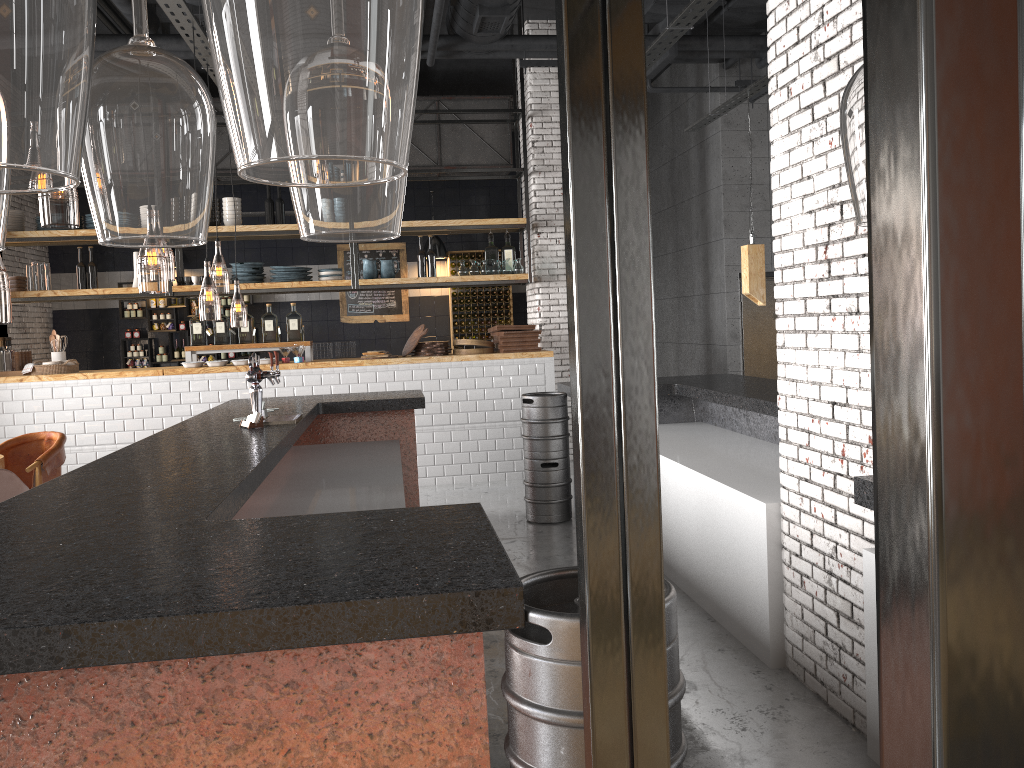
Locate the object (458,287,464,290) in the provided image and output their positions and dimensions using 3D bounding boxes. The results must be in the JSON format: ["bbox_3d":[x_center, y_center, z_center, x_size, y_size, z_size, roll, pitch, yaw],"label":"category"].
[{"bbox_3d":[-0.730,-1.390,12.661,0.079,0.079,0.284,-3,4,-8],"label":"object"}]

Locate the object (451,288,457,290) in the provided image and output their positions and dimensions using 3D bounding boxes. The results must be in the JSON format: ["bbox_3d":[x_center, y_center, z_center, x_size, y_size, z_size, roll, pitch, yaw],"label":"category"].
[{"bbox_3d":[-0.826,-1.386,12.668,0.079,0.079,0.284,-3,4,-8],"label":"object"}]

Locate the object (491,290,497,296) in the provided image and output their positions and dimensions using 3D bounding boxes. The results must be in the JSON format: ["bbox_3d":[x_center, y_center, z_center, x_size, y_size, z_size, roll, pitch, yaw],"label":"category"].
[{"bbox_3d":[-0.261,-1.310,12.749,0.079,0.079,0.284,-3,4,-8],"label":"object"}]

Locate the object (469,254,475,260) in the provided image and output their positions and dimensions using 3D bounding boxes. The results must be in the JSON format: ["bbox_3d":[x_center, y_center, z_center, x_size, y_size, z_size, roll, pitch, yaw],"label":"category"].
[{"bbox_3d":[-0.567,-1.821,12.706,0.079,0.079,0.284,-3,4,-8],"label":"object"}]

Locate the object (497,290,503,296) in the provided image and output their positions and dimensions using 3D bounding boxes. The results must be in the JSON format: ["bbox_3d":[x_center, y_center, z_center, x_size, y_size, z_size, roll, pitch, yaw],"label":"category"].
[{"bbox_3d":[-0.170,-1.316,12.778,0.079,0.079,0.284,-3,4,-8],"label":"object"}]

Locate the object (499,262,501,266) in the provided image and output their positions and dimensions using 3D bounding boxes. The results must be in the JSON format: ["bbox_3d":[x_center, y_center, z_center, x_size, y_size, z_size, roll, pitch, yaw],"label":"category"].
[{"bbox_3d":[-0.184,-1.734,12.733,0.079,0.079,0.284,-3,4,-8],"label":"object"}]

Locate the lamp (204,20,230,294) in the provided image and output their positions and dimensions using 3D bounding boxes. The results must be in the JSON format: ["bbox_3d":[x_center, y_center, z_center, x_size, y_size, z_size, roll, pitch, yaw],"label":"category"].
[{"bbox_3d":[-1.746,-1.329,5.172,0.108,1.597,0.108,-1,3,24],"label":"lamp"}]

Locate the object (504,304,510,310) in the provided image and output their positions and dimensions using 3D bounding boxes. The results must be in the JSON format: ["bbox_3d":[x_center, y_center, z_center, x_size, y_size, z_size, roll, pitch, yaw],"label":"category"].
[{"bbox_3d":[-0.065,-1.110,12.784,0.079,0.079,0.284,-3,4,-8],"label":"object"}]

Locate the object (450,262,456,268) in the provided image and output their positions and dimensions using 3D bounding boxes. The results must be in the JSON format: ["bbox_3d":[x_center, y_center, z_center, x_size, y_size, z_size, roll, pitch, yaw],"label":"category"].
[{"bbox_3d":[-0.842,-1.701,12.668,0.079,0.079,0.284,-3,4,-8],"label":"object"}]

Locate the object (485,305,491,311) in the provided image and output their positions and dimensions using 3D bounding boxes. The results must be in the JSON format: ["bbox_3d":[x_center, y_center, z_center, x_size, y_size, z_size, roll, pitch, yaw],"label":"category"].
[{"bbox_3d":[-0.348,-1.097,12.761,0.079,0.079,0.284,-3,4,-8],"label":"object"}]

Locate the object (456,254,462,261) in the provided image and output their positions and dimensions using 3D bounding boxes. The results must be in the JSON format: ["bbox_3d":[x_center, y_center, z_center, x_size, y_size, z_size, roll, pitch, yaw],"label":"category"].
[{"bbox_3d":[-0.753,-1.811,12.676,0.079,0.079,0.284,-3,4,-8],"label":"object"}]

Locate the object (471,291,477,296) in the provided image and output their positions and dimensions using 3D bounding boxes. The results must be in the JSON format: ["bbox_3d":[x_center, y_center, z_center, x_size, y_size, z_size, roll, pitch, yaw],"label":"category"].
[{"bbox_3d":[-0.544,-1.297,12.730,0.079,0.079,0.284,-3,4,-8],"label":"object"}]

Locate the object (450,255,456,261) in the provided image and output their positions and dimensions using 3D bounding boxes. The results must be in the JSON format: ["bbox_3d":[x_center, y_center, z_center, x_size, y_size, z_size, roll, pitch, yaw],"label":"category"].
[{"bbox_3d":[-0.842,-1.804,12.629,0.079,0.079,0.284,-3,4,-8],"label":"object"}]

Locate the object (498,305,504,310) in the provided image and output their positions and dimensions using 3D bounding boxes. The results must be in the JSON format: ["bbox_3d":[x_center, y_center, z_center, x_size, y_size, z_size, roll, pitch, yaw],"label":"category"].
[{"bbox_3d":[-0.161,-1.107,12.787,0.079,0.079,0.284,-3,4,-8],"label":"object"}]

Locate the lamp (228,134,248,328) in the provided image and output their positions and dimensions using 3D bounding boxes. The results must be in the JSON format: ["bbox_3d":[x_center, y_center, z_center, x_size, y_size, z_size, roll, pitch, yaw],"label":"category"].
[{"bbox_3d":[-1.818,-1.167,5.765,0.108,1.597,0.108,-1,3,24],"label":"lamp"}]

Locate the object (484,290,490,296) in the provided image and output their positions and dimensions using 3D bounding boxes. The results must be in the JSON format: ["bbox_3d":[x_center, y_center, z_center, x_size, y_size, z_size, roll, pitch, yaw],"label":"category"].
[{"bbox_3d":[-0.357,-1.307,12.752,0.079,0.079,0.284,-3,4,-8],"label":"object"}]

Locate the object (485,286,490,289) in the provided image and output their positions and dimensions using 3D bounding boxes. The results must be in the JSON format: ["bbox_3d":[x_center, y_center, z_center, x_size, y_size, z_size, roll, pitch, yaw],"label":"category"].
[{"bbox_3d":[-0.359,-1.410,12.731,0.079,0.079,0.284,-3,4,-8],"label":"object"}]

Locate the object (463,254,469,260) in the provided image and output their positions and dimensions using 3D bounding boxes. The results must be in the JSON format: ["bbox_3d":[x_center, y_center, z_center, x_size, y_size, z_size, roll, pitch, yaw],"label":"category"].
[{"bbox_3d":[-0.657,-1.815,12.673,0.079,0.079,0.284,-3,4,-8],"label":"object"}]

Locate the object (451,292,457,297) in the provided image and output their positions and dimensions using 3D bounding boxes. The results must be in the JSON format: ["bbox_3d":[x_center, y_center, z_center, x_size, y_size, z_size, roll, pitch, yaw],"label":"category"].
[{"bbox_3d":[-0.820,-1.281,12.664,0.079,0.079,0.284,-3,4,-8],"label":"object"}]

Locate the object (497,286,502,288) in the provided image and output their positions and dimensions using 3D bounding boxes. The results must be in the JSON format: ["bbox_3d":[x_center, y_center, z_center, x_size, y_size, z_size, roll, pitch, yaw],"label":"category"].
[{"bbox_3d":[-0.174,-1.421,12.772,0.079,0.079,0.284,-3,4,-8],"label":"object"}]

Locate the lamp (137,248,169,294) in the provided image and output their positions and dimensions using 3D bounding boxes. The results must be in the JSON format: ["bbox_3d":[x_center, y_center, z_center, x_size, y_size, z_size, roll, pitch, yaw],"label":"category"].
[{"bbox_3d":[-1.354,-1.064,3.243,0.108,1.460,0.108,-4,3,-36],"label":"lamp"}]

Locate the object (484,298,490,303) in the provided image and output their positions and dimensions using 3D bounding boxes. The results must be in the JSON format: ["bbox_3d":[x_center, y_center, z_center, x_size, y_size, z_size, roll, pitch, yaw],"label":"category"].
[{"bbox_3d":[-0.350,-1.201,12.741,0.079,0.079,0.284,-3,4,-8],"label":"object"}]

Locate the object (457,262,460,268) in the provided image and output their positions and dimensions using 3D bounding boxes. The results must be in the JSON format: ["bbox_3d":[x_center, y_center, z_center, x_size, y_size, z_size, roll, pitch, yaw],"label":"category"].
[{"bbox_3d":[-0.743,-1.704,12.642,0.079,0.079,0.284,-3,4,-8],"label":"object"}]

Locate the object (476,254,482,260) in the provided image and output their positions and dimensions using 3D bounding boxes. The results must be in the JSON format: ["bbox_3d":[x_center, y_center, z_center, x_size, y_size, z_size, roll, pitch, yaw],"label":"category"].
[{"bbox_3d":[-0.470,-1.825,12.699,0.079,0.079,0.284,-3,4,-8],"label":"object"}]

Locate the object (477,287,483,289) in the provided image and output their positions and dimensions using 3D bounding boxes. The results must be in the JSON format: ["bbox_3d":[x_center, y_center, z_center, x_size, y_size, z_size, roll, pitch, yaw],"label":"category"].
[{"bbox_3d":[-0.450,-1.404,12.700,0.079,0.079,0.284,-3,4,-8],"label":"object"}]

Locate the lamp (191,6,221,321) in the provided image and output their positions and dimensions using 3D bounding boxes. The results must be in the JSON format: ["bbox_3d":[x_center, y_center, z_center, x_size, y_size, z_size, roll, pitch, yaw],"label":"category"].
[{"bbox_3d":[-1.591,-1.123,4.542,0.108,1.597,0.108,-4,3,-26],"label":"lamp"}]

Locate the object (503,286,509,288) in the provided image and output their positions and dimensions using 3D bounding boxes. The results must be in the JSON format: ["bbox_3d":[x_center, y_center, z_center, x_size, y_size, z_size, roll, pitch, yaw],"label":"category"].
[{"bbox_3d":[-0.077,-1.424,12.761,0.079,0.079,0.284,-3,4,-8],"label":"object"}]

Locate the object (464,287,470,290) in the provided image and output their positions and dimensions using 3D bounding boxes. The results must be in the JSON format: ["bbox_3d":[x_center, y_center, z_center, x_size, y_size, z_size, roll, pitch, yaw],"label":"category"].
[{"bbox_3d":[-0.641,-1.397,12.708,0.079,0.079,0.284,-3,4,-8],"label":"object"}]

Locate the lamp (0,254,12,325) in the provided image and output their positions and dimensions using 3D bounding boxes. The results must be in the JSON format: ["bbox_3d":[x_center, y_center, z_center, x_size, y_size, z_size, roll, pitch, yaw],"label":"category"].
[{"bbox_3d":[-1.314,-0.941,2.126,0.108,1.597,0.108,-1,3,24],"label":"lamp"}]

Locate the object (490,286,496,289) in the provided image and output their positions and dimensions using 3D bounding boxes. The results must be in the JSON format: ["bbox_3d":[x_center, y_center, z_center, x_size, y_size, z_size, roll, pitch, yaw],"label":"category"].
[{"bbox_3d":[-0.268,-1.416,12.764,0.079,0.079,0.284,-3,4,-8],"label":"object"}]

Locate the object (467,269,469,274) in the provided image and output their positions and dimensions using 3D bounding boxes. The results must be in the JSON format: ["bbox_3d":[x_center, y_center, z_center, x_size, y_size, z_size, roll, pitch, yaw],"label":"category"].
[{"bbox_3d":[-0.650,-1.606,12.698,0.079,0.079,0.284,-3,4,-8],"label":"object"}]

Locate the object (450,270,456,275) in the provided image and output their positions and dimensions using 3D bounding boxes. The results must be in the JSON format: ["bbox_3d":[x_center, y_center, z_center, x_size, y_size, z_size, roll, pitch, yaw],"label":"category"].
[{"bbox_3d":[-0.838,-1.597,12.677,0.079,0.079,0.284,-3,4,-8],"label":"object"}]

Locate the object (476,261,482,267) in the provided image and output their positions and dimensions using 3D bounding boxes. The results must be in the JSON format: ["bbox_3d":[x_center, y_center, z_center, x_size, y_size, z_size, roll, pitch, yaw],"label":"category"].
[{"bbox_3d":[-0.468,-1.721,12.719,0.079,0.079,0.284,-3,4,-8],"label":"object"}]

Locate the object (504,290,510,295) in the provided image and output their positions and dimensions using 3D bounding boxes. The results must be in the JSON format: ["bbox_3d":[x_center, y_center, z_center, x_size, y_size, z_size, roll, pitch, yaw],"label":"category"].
[{"bbox_3d":[-0.074,-1.320,12.775,0.079,0.079,0.284,-3,4,-8],"label":"object"}]

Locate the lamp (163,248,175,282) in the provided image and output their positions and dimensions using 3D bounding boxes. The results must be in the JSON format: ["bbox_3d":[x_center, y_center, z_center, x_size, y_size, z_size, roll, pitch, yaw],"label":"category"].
[{"bbox_3d":[-1.561,-1.246,3.835,0.108,1.597,0.108,-1,3,24],"label":"lamp"}]

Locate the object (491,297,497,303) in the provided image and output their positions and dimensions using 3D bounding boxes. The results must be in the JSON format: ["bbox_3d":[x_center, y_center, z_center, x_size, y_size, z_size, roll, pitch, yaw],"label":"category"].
[{"bbox_3d":[-0.254,-1.204,12.735,0.079,0.079,0.284,-3,4,-8],"label":"object"}]

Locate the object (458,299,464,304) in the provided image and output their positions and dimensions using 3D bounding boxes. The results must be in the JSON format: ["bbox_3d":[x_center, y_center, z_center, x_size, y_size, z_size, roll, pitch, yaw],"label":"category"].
[{"bbox_3d":[-0.724,-1.181,12.690,0.079,0.079,0.284,-3,4,-8],"label":"object"}]

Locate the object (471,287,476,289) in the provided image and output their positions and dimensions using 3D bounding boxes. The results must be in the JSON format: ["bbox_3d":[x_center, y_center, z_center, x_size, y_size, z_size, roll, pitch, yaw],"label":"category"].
[{"bbox_3d":[-0.546,-1.401,12.706,0.079,0.079,0.284,-3,4,-8],"label":"object"}]

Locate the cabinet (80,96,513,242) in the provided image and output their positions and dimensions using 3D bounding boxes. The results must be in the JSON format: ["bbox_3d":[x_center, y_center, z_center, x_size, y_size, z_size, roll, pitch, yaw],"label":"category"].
[{"bbox_3d":[-2.932,-2.808,11.723,5.864,1.767,0.682,-3,3,-8],"label":"cabinet"}]

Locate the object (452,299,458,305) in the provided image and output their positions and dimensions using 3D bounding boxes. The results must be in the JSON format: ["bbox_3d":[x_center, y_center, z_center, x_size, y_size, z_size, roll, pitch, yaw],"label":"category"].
[{"bbox_3d":[-0.819,-1.177,12.693,0.079,0.079,0.284,-3,4,-8],"label":"object"}]

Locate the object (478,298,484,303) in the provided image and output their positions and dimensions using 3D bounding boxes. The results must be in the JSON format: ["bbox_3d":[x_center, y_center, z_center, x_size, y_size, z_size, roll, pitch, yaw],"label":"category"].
[{"bbox_3d":[-0.440,-1.194,12.706,0.079,0.079,0.284,-3,4,-8],"label":"object"}]

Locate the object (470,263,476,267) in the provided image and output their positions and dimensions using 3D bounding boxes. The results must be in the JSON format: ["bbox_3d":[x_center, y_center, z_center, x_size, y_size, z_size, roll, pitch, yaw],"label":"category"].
[{"bbox_3d":[-0.559,-1.715,12.691,0.079,0.079,0.284,-3,4,-8],"label":"object"}]

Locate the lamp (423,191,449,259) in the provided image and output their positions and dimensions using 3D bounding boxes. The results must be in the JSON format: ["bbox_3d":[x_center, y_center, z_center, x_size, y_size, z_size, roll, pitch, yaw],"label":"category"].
[{"bbox_3d":[-1.111,-2.252,12.550,0.390,0.936,0.391,-3,3,-5],"label":"lamp"}]

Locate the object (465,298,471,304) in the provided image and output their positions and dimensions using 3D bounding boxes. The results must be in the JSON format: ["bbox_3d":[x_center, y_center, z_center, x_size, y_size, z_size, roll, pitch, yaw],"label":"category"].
[{"bbox_3d":[-0.628,-1.185,12.684,0.079,0.079,0.284,-3,4,-8],"label":"object"}]

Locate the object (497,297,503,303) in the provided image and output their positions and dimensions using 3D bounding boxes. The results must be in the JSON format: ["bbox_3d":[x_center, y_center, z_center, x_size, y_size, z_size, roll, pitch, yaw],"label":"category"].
[{"bbox_3d":[-0.163,-1.210,12.767,0.079,0.079,0.284,-3,4,-8],"label":"object"}]

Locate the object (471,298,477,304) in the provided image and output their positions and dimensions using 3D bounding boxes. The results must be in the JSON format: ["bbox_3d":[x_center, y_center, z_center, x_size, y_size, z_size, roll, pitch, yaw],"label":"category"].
[{"bbox_3d":[-0.537,-1.191,12.716,0.079,0.079,0.284,-3,4,-8],"label":"object"}]

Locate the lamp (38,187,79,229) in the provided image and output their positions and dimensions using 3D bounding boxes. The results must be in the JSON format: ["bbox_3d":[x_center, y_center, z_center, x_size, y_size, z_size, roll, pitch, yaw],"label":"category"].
[{"bbox_3d":[-1.401,-1.272,2.646,0.108,1.597,0.108,-1,3,24],"label":"lamp"}]

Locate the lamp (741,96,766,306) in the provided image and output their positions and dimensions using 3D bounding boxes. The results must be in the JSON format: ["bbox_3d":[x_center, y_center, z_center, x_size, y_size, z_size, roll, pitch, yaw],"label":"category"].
[{"bbox_3d":[1.749,-1.343,6.482,0.127,1.545,0.127,-3,3,-8],"label":"lamp"}]

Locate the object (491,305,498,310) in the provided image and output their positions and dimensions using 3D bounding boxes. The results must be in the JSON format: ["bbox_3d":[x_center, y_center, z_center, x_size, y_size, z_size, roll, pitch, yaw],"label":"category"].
[{"bbox_3d":[-0.249,-1.099,12.736,0.079,0.079,0.284,-3,4,-8],"label":"object"}]

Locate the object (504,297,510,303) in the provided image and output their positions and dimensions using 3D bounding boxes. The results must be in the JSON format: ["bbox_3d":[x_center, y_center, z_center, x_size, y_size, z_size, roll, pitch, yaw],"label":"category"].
[{"bbox_3d":[-0.072,-1.217,12.799,0.079,0.079,0.284,-3,4,-8],"label":"object"}]

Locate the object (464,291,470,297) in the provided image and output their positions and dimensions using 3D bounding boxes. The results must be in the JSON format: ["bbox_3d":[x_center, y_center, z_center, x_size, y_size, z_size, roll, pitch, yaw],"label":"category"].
[{"bbox_3d":[-0.635,-1.291,12.698,0.079,0.079,0.284,-3,4,-8],"label":"object"}]

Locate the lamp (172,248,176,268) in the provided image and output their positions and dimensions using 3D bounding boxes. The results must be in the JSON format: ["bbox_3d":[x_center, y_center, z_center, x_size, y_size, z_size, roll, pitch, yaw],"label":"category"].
[{"bbox_3d":[-4.724,-2.066,12.091,0.390,0.936,0.391,-3,3,-5],"label":"lamp"}]

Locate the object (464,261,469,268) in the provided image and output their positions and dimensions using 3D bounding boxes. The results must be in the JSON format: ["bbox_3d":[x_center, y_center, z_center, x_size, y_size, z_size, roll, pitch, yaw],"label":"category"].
[{"bbox_3d":[-0.650,-1.709,12.659,0.079,0.079,0.284,-3,4,-8],"label":"object"}]

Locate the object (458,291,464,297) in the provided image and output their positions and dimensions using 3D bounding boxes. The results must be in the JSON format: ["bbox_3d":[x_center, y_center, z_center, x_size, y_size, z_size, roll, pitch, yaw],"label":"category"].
[{"bbox_3d":[-0.725,-1.285,12.662,0.079,0.079,0.284,-3,4,-8],"label":"object"}]

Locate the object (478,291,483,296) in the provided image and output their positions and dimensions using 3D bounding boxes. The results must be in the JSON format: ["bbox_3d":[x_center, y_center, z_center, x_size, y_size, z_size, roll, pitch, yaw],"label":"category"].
[{"bbox_3d":[-0.450,-1.302,12.739,0.079,0.079,0.284,-3,4,-8],"label":"object"}]
